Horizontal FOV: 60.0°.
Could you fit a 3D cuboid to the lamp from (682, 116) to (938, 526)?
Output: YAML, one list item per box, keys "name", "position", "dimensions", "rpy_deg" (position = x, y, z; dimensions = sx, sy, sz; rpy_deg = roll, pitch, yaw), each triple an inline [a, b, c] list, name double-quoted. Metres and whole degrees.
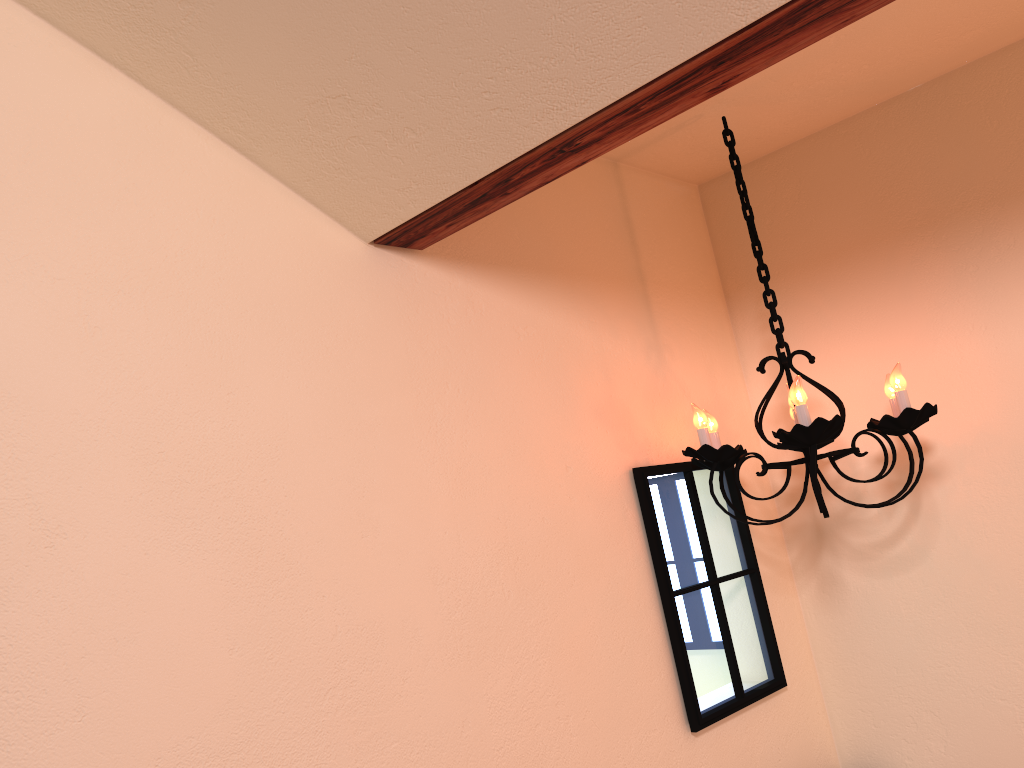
- name: "lamp"
  position: [0.628, -0.202, 2.151]
  dimensions: [0.540, 1.119, 0.620]
  rpy_deg: [-5, -10, -35]

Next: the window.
- name: "window"
  position: [0.513, 0.570, 2.292]
  dimensions: [0.046, 0.697, 0.449]
  rpy_deg: [-18, -11, 43]
